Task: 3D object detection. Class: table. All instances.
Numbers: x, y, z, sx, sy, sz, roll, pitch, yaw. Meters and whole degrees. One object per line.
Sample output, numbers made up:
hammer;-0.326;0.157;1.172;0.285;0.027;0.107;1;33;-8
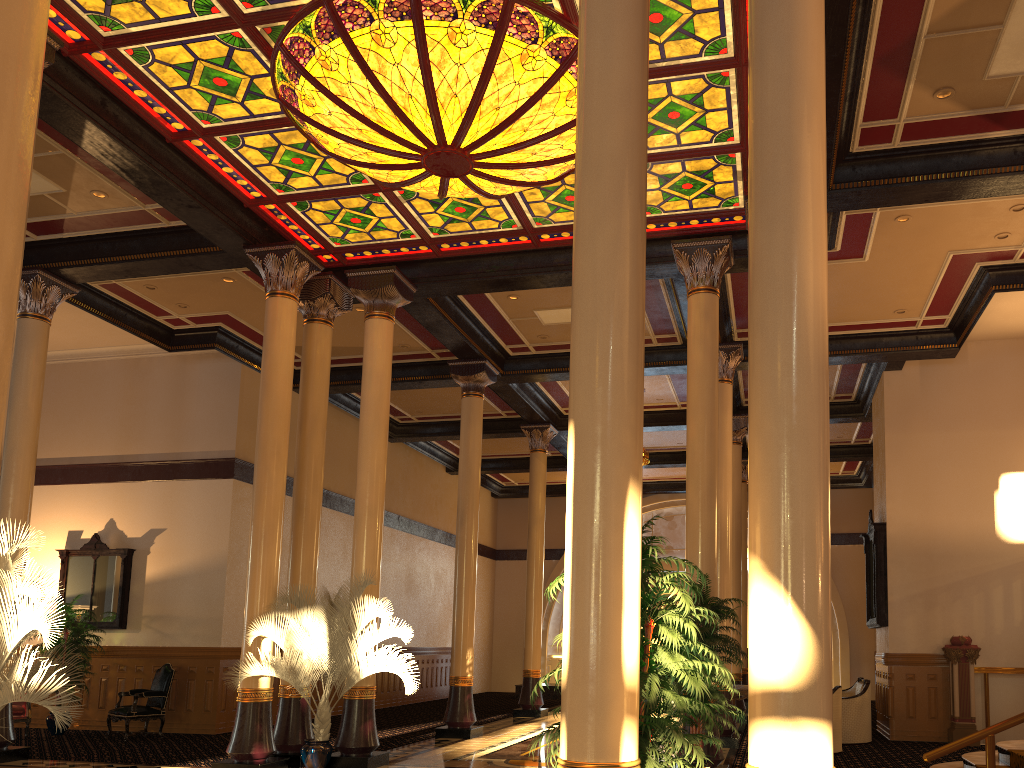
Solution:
table;3.933;5.113;13.515;1.086;0.755;1.713;-3;-15;15

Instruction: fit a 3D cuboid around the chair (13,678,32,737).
chair;-7.498;4.703;12.694;0.625;0.900;0.722;-6;-13;34

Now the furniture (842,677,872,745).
furniture;5.231;5.148;13.810;0.793;0.922;2.272;-2;-16;16

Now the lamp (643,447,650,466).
lamp;1.996;1.077;16.315;1.175;1.865;1.235;-1;-10;9

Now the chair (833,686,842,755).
chair;4.142;4.599;11.959;0.749;0.893;1.009;-7;-15;34

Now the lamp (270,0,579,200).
lamp;-0.551;-2.204;7.611;2.947;0.588;3.140;-3;-17;12

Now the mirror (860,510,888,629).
mirror;6.090;3.103;14.651;0.251;1.943;1.859;-1;-12;16

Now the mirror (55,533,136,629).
mirror;-6.793;3.190;14.086;1.361;1.521;0.207;-2;-8;13

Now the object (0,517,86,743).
object;-3.425;1.981;5.734;2.045;2.209;1.870;0;-11;3

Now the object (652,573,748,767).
object;1.826;2.940;8.579;1.031;2.105;1.110;1;-9;4

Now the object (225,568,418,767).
object;-1.864;3.184;9.724;1.786;2.223;2.172;-3;-12;18

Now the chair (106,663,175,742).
chair;-5.499;4.682;12.863;0.717;1.075;0.786;-7;-13;39

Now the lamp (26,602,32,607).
lamp;-7.818;4.383;13.472;0.601;1.969;0.572;5;-9;-24

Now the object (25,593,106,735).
object;-6.818;4.255;13.248;1.119;2.105;1.022;6;-10;-26

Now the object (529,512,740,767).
object;0.655;1.725;4.575;1.119;2.105;1.022;6;-10;-26

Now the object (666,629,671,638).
object;4.618;0.523;8.778;0.672;4.182;30.705;1;-17;-1
